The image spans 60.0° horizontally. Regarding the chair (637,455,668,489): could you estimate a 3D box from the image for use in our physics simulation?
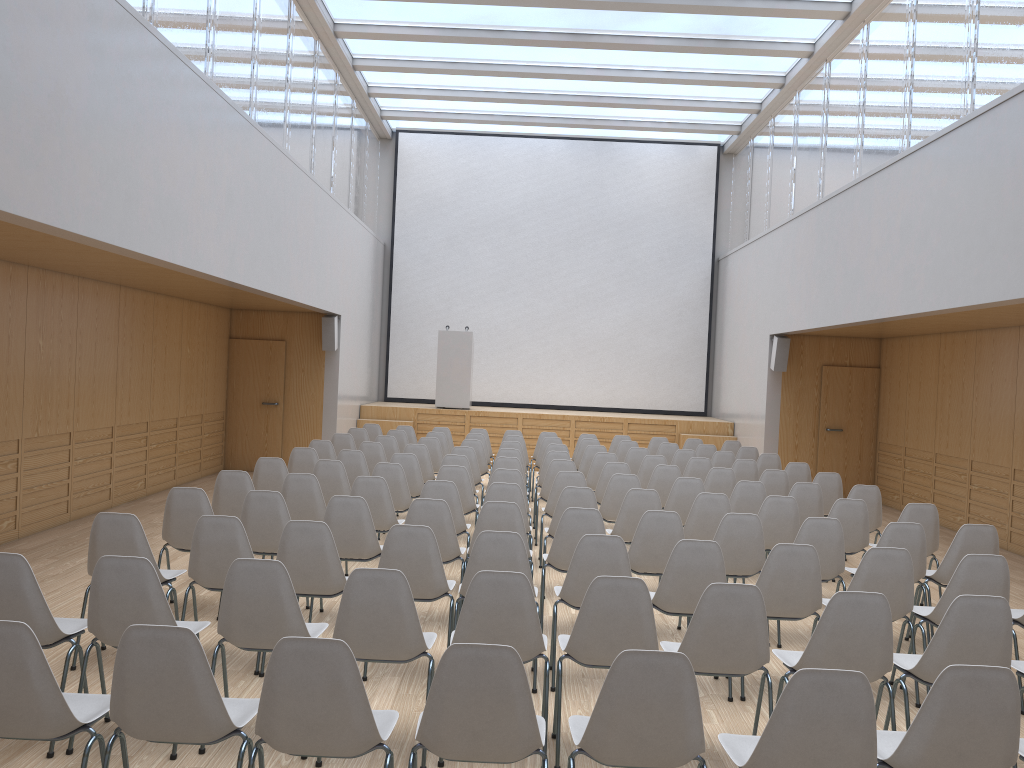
[{"bbox_3d":[1.561,1.219,10.028,0.479,0.876,0.505,3,1,1],"label":"chair"}]

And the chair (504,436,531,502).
[{"bbox_3d":[0.021,1.118,12.002,0.479,0.876,0.505,3,1,1],"label":"chair"}]

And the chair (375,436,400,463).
[{"bbox_3d":[-1.547,1.061,11.018,0.479,0.876,0.505,3,1,1],"label":"chair"}]

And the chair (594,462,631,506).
[{"bbox_3d":[1.023,1.210,9.033,0.479,0.876,0.505,3,1,1],"label":"chair"}]

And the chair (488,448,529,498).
[{"bbox_3d":[-0.045,1.146,10.024,0.479,0.876,0.505,3,1,1],"label":"chair"}]

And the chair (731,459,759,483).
[{"bbox_3d":[2.565,1.265,10.046,0.479,0.876,0.505,3,1,1],"label":"chair"}]

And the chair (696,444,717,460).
[{"bbox_3d":[2.576,1.235,12.036,0.479,0.876,0.505,3,1,1],"label":"chair"}]

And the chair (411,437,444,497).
[{"bbox_3d":[-1.028,1.084,11.081,0.479,0.876,0.505,3,1,1],"label":"chair"}]

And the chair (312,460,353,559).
[{"bbox_3d":[-1.627,1.103,8.078,0.479,0.876,0.505,3,1,1],"label":"chair"}]

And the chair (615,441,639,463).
[{"bbox_3d":[1.535,1.187,12.028,0.479,0.876,0.505,3,1,1],"label":"chair"}]

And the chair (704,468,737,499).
[{"bbox_3d":[2.052,1.258,8.983,0.479,0.876,0.505,3,1,1],"label":"chair"}]

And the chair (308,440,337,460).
[{"bbox_3d":[-2.119,1.050,10.024,0.479,0.876,0.505,3,1,1],"label":"chair"}]

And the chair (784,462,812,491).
[{"bbox_3d":[3.121,1.292,9.972,0.479,0.876,0.505,3,1,1],"label":"chair"}]

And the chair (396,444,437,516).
[{"bbox_3d":[-1.075,1.098,10.054,0.479,0.876,0.505,3,1,1],"label":"chair"}]

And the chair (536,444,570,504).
[{"bbox_3d":[0.533,1.158,10.956,0.479,0.876,0.505,3,1,1],"label":"chair"}]

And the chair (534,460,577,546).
[{"bbox_3d":[0.488,1.185,9.057,0.479,0.876,0.505,3,1,1],"label":"chair"}]

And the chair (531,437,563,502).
[{"bbox_3d":[0.521,1.141,12.038,0.479,0.876,0.505,3,1,1],"label":"chair"}]

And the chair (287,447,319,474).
[{"bbox_3d":[-2.089,1.066,9.092,0.479,0.876,0.505,3,1,1],"label":"chair"}]

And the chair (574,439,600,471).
[{"bbox_3d":[1.027,1.164,12.061,0.479,0.876,0.505,3,1,1],"label":"chair"}]

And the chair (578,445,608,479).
[{"bbox_3d":[1.011,1.178,11.052,0.479,0.876,0.505,3,1,1],"label":"chair"}]

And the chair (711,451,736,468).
[{"bbox_3d":[2.569,1.250,11.046,0.479,0.876,0.505,3,1,1],"label":"chair"}]

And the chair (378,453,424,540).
[{"bbox_3d":[-1.073,1.114,8.972,0.479,0.876,0.505,3,1,1],"label":"chair"}]

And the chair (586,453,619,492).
[{"bbox_3d":[1.023,1.194,10.061,0.479,0.876,0.505,3,1,1],"label":"chair"}]

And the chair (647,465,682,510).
[{"bbox_3d":[1.518,1.233,9.009,0.479,0.876,0.505,3,1,1],"label":"chair"}]

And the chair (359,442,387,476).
[{"bbox_3d":[-1.574,1.074,10.077,0.479,0.876,0.505,3,1,1],"label":"chair"}]

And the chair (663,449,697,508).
[{"bbox_3d":[2.096,1.229,11.023,0.479,0.876,0.505,3,1,1],"label":"chair"}]

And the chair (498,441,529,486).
[{"bbox_3d":[-0.026,1.131,11.043,0.479,0.876,0.505,3,1,1],"label":"chair"}]

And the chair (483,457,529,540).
[{"bbox_3d":[-0.058,1.160,9.072,0.479,0.876,0.505,3,1,1],"label":"chair"}]

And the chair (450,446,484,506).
[{"bbox_3d":[-0.551,1.123,10.008,0.479,0.876,0.505,3,1,1],"label":"chair"}]

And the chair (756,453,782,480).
[{"bbox_3d":[3.111,1.276,11.013,0.479,0.876,0.505,3,1,1],"label":"chair"}]

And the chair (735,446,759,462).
[{"bbox_3d":[3.113,1.261,11.972,0.479,0.876,0.505,3,1,1],"label":"chair"}]

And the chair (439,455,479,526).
[{"bbox_3d":[-0.574,1.136,9.049,0.479,0.876,0.505,3,1,1],"label":"chair"}]

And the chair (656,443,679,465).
[{"bbox_3d":[2.066,1.213,11.982,0.479,0.876,0.505,3,1,1],"label":"chair"}]

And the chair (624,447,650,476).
[{"bbox_3d":[1.521,1.203,10.988,0.479,0.876,0.505,3,1,1],"label":"chair"}]

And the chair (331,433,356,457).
[{"bbox_3d":[-2.086,1.035,11.082,0.479,0.876,0.505,3,1,1],"label":"chair"}]

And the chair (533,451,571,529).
[{"bbox_3d":[0.493,1.171,9.998,0.479,0.876,0.505,3,1,1],"label":"chair"}]

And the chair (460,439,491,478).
[{"bbox_3d":[-0.500,1.109,11.028,0.479,0.876,0.505,3,1,1],"label":"chair"}]

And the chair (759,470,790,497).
[{"bbox_3d":[2.591,1.282,9.036,0.479,0.876,0.505,3,1,1],"label":"chair"}]

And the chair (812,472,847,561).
[{"bbox_3d":[3.110,1.306,9.013,0.479,0.876,0.505,3,1,1],"label":"chair"}]

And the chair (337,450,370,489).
[{"bbox_3d":[-1.612,1.088,9.059,0.479,0.876,0.505,3,1,1],"label":"chair"}]

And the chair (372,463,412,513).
[{"bbox_3d":[-1.100,1.127,8.054,0.479,0.876,0.505,3,1,1],"label":"chair"}]

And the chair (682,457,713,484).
[{"bbox_3d":[2.054,1.243,10.004,0.479,0.876,0.505,3,1,1],"label":"chair"}]
